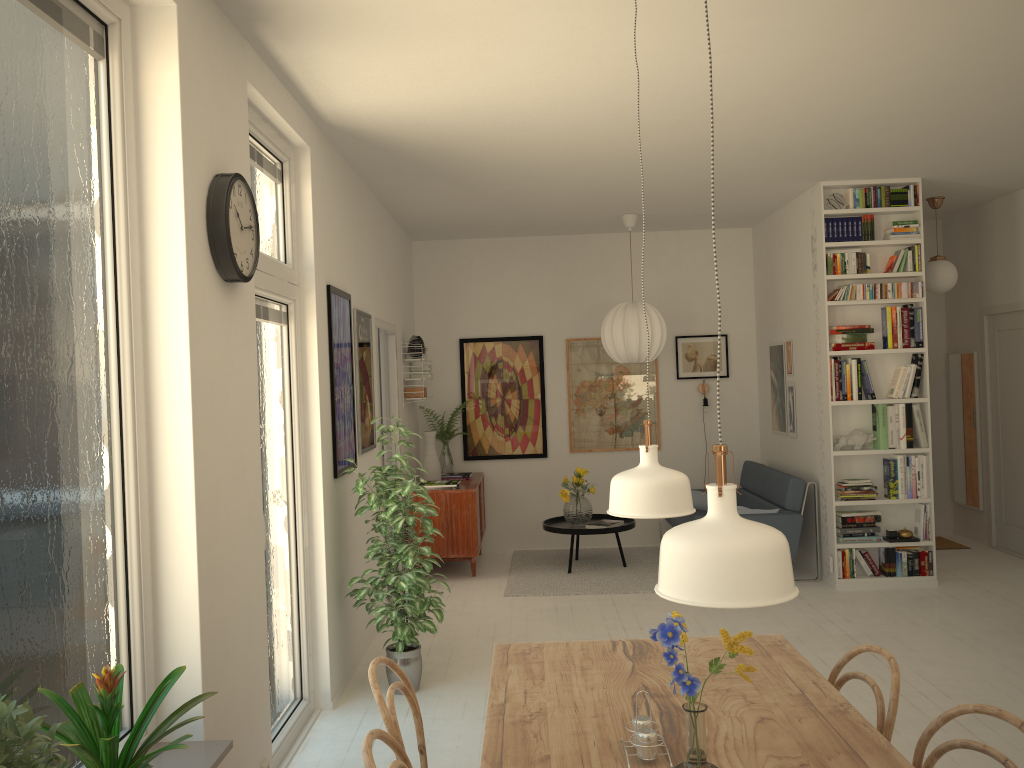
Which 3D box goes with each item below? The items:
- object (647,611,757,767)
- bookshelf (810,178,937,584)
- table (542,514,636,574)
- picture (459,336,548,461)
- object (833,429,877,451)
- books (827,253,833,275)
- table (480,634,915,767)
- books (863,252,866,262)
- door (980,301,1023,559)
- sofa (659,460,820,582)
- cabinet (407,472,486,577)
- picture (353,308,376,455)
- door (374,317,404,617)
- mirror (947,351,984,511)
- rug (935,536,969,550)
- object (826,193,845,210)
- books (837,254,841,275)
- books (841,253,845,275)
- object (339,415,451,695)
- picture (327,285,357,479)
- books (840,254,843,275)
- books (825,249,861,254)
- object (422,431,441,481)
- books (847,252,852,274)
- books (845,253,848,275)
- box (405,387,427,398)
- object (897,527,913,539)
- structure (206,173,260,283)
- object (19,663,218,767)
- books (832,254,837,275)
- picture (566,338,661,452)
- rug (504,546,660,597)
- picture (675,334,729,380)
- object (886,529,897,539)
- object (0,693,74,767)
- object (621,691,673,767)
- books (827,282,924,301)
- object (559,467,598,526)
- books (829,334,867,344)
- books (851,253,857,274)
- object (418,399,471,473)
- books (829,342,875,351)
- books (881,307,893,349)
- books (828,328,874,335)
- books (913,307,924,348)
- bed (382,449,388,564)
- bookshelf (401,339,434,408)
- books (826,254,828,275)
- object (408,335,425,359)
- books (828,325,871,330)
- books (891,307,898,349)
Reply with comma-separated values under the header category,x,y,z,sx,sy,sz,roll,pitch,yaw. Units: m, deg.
category,x,y,z,sx,sy,sz,roll,pitch,yaw
object,0.333,0.609,1.628,0.145,0.388,0.206,-2,0,-37
bookshelf,2.604,-0.003,6.416,0.710,2.900,0.249,-2,0,1
table,0.638,1.320,7.292,0.761,0.386,0.761,-2,0,17
picture,-0.080,0.132,8.235,0.778,1.134,0.018,-2,0,1
object,2.460,0.398,6.374,0.311,0.150,0.137,-2,0,9
books,2.268,-0.852,6.405,0.034,0.162,0.197,-2,0,1
table,0.392,1.174,1.869,0.894,0.749,1.797,-2,0,1
books,2.522,-0.861,6.404,0.016,0.158,0.146,-2,0,1
door,4.077,0.371,7.071,0.166,2.033,0.955,-2,0,1
sofa,1.793,1.087,7.271,0.964,0.773,1.603,-2,0,1
cabinet,-0.532,1.196,7.594,0.546,0.727,1.262,-2,0,1
picture,-0.912,-0.016,5.517,0.020,0.869,0.525,-2,0,1
door,-1.318,0.579,6.488,0.882,2.033,0.955,-2,0,1
mirror,4.015,0.402,7.869,0.029,1.370,0.500,-2,0,1
rug,3.418,1.408,7.783,0.941,0.002,0.553,-2,0,1
object,2.319,-1.305,6.359,0.131,0.131,0.131,-2,0,-4
books,2.327,-0.852,6.402,0.023,0.152,0.199,-2,0,1
books,2.365,-0.856,6.417,0.024,0.155,0.188,-2,0,1
object,-0.600,0.868,4.570,0.568,1.424,0.514,-2,0,44
picture,-0.922,-0.014,4.835,0.018,0.999,0.546,-2,0,1
books,2.346,-0.852,6.416,0.013,0.149,0.208,-2,0,1
books,2.373,-0.947,6.415,0.255,0.022,0.189,-2,0,11
object,-0.676,0.616,7.401,0.160,0.445,0.158,-2,0,41
books,2.404,-0.858,6.417,0.028,0.159,0.222,-2,0,1
books,2.383,-0.855,6.401,0.012,0.155,0.208,-2,0,1
box,-0.804,0.073,7.433,0.152,0.084,0.266,-2,0,1
object,3.425,0.565,5.510,0.778,1.711,2.088,-2,0,-18
structure,-0.943,-0.532,3.031,0.074,0.371,0.371,-2,0,1
object,-0.901,0.863,2.074,0.417,0.425,0.487,-2,0,8
books,2.300,-0.849,6.407,0.030,0.149,0.202,-2,0,1
picture,0.938,0.094,8.223,0.838,1.052,0.012,-2,0,1
rug,0.638,1.511,7.249,1.304,0.012,1.661,-2,0,3
picture,1.759,-0.250,8.210,0.481,0.402,0.015,-2,0,1
object,2.727,1.078,6.368,0.058,0.055,0.058,-2,0,1
object,-0.922,0.799,1.462,0.383,0.561,0.395,-2,0,-1
object,0.288,0.734,1.923,0.095,0.138,0.155,-2,0,1
books,2.579,-0.656,6.414,0.664,0.110,0.278,-2,0,1
object,0.531,0.930,7.324,0.291,0.471,0.361,-2,0,39
books,2.426,-0.324,6.414,0.268,0.064,0.128,-2,0,-29
books,2.436,-0.857,6.409,0.035,0.158,0.199,-2,0,1
object,-0.583,0.488,8.040,0.476,0.686,0.398,-2,0,3
books,2.430,-0.266,6.405,0.300,0.056,0.202,-2,0,1
books,2.696,-0.402,6.423,0.032,0.300,0.200,-2,0,1
books,2.426,-0.376,6.427,0.314,0.035,0.205,-2,0,1
books,2.901,-0.401,6.401,0.054,0.289,0.179,-2,0,1
bed,-1.841,1.118,7.780,1.656,0.974,0.933,-2,0,1
bookshelf,-0.803,-0.093,7.611,0.184,0.565,0.695,-2,0,1
books,2.241,-0.850,6.430,0.019,0.156,0.205,-2,0,1
object,-0.794,-0.305,7.366,0.139,0.200,0.139,-2,0,45
books,2.417,-0.405,6.419,0.266,0.026,0.203,-2,0,-10
books,2.731,-0.401,6.416,0.039,0.302,0.199,-2,0,1
